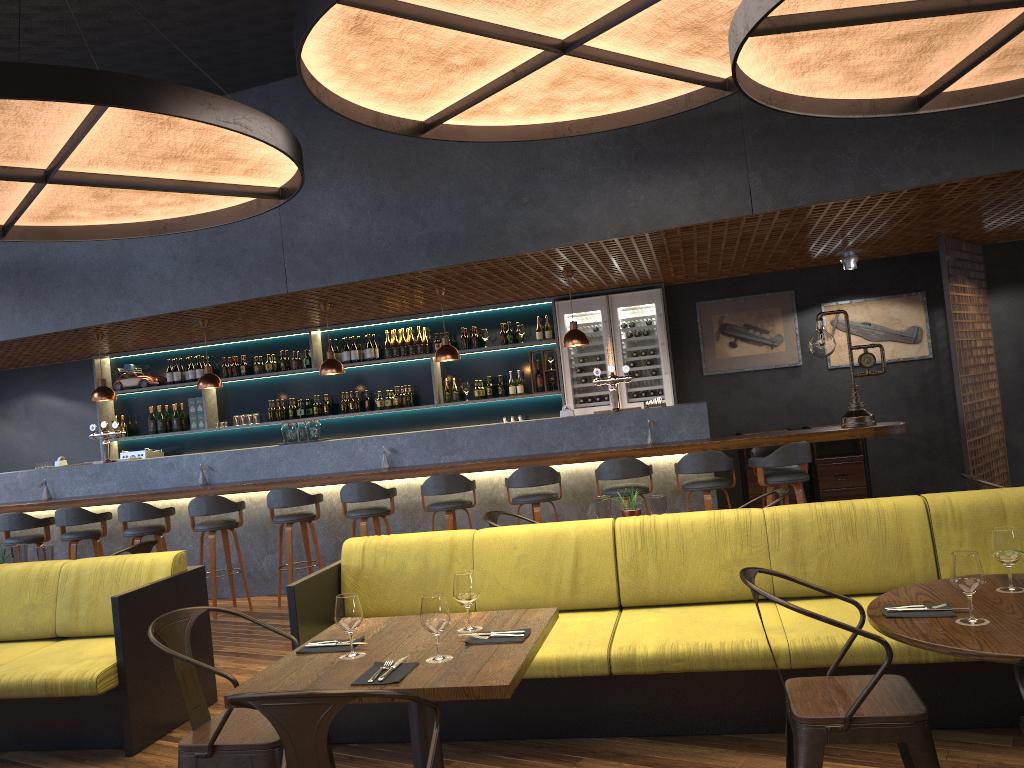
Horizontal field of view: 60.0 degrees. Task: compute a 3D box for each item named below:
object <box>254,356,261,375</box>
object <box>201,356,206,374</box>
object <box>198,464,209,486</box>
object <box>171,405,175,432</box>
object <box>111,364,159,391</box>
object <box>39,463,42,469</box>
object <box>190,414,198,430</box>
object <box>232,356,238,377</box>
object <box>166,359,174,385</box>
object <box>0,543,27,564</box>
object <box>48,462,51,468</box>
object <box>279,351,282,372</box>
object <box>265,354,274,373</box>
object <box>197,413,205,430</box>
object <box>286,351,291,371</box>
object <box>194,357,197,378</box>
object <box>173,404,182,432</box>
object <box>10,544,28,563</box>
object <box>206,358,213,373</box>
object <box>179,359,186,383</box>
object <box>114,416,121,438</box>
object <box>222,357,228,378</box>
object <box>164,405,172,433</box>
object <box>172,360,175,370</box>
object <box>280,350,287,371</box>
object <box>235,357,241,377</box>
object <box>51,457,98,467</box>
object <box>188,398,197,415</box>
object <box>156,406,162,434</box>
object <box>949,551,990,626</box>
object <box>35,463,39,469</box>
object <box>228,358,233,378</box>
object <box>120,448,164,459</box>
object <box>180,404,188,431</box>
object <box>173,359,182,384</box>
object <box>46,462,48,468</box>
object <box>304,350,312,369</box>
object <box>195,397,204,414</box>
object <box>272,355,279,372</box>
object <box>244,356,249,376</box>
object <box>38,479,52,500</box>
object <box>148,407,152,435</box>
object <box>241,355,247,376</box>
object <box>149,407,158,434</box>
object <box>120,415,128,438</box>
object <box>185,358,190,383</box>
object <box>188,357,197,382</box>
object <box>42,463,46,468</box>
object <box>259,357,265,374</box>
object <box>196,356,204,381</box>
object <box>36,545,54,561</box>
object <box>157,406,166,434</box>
[{"bbox_3d":[-3.041,-0.221,10.582,0.068,0.217,0.068,-6,-1,2],"label":"object"},{"bbox_3d":[-3.769,-0.187,10.843,0.085,0.310,0.086,-5,-2,-37],"label":"object"},{"bbox_3d":[-2.957,0.865,8.486,0.114,0.203,0.069,-5,-2,-27],"label":"object"},{"bbox_3d":[-4.160,0.423,10.945,0.094,0.340,0.094,-7,-2,21],"label":"object"},{"bbox_3d":[-4.693,-0.090,11.011,0.579,0.319,0.229,-6,-1,12],"label":"object"},{"bbox_3d":[-5.125,0.890,9.630,0.042,0.059,0.042,-6,-1,9],"label":"object"},{"bbox_3d":[-3.851,0.463,10.793,0.098,0.192,0.080,-6,-1,12],"label":"object"},{"bbox_3d":[-3.338,-0.206,10.678,0.063,0.254,0.063,-6,-2,-16],"label":"object"},{"bbox_3d":[-4.175,-0.145,10.832,0.085,0.310,0.086,-4,-2,-45],"label":"object"},{"bbox_3d":[-3.300,1.134,5.694,0.260,0.271,0.238,-6,-2,17],"label":"object"},{"bbox_3d":[-5.100,0.891,9.772,0.042,0.059,0.042,-6,-1,9],"label":"object"},{"bbox_3d":[-2.768,-0.265,10.674,0.063,0.254,0.063,-6,-2,20],"label":"object"},{"bbox_3d":[-2.896,-0.239,10.580,0.088,0.224,0.088,-6,-1,6],"label":"object"},{"bbox_3d":[-3.753,0.452,10.772,0.098,0.192,0.080,-6,-1,12],"label":"object"},{"bbox_3d":[-2.690,-0.274,10.632,0.063,0.254,0.063,-7,-2,40],"label":"object"},{"bbox_3d":[-3.861,-0.177,10.865,0.086,0.310,0.085,-7,-2,39],"label":"object"},{"bbox_3d":[-4.095,0.414,10.835,0.094,0.340,0.094,-5,-2,-39],"label":"object"},{"bbox_3d":[-3.405,1.203,6.138,0.102,0.178,0.102,-5,-2,-43],"label":"object"},{"bbox_3d":[-3.672,-0.182,10.731,0.083,0.301,0.083,-6,-2,19],"label":"object"},{"bbox_3d":[-4.062,-0.155,10.902,0.086,0.310,0.085,-7,-2,23],"label":"object"},{"bbox_3d":[-4.932,0.538,11.070,0.079,0.281,0.079,-7,-2,31],"label":"object"},{"bbox_3d":[-3.456,-0.194,10.673,0.063,0.254,0.063,-6,-1,-6],"label":"object"},{"bbox_3d":[-4.255,0.433,10.964,0.094,0.340,0.094,-7,-2,34],"label":"object"},{"bbox_3d":[-4.156,-0.144,10.925,0.085,0.310,0.086,-5,-2,-37],"label":"object"},{"bbox_3d":[-2.721,-0.273,10.547,0.063,0.254,0.063,-5,-2,-30],"label":"object"},{"bbox_3d":[-3.333,-0.205,10.761,0.063,0.254,0.063,-6,-2,-16],"label":"object"},{"bbox_3d":[-5.050,0.874,10.238,0.200,0.106,0.766,-6,-1,12],"label":"object"},{"bbox_3d":[-3.871,0.271,10.800,0.098,0.192,0.080,-6,-1,12],"label":"object"},{"bbox_3d":[-4.358,0.444,10.971,0.094,0.340,0.094,-6,-2,18],"label":"object"},{"bbox_3d":[1.363,0.607,2.649,0.097,0.206,0.097,-7,-2,37],"label":"object"},{"bbox_3d":[-5.135,0.890,9.584,0.042,0.059,0.042,-6,-1,9],"label":"object"},{"bbox_3d":[-3.423,-0.195,10.776,0.063,0.254,0.063,-6,-1,-11],"label":"object"},{"bbox_3d":[-4.543,1.073,10.805,0.355,0.569,0.550,-6,-1,12],"label":"object"},{"bbox_3d":[-4.052,0.412,10.932,0.094,0.340,0.094,-7,-2,34],"label":"object"},{"bbox_3d":[-4.086,-0.155,10.811,0.086,0.310,0.085,-7,-2,39],"label":"object"},{"bbox_3d":[-5.111,0.891,9.723,0.042,0.059,0.042,-6,-1,9],"label":"object"},{"bbox_3d":[-2.418,-0.292,10.479,0.088,0.224,0.088,-7,-2,26],"label":"object"},{"bbox_3d":[-3.773,0.261,10.777,0.098,0.192,0.080,-6,-1,12],"label":"object"},{"bbox_3d":[-2.866,-0.240,10.682,0.088,0.224,0.088,-6,-1,6],"label":"object"},{"bbox_3d":[-3.233,-0.215,10.749,0.063,0.254,0.063,-5,-2,-40],"label":"object"},{"bbox_3d":[-4.649,1.049,8.831,0.114,0.203,0.069,-5,-2,-31],"label":"object"},{"bbox_3d":[-4.463,0.456,10.987,0.094,0.340,0.094,-5,-2,-42],"label":"object"},{"bbox_3d":[-3.222,-0.219,10.634,0.063,0.254,0.063,-7,-2,30],"label":"object"},{"bbox_3d":[-4.401,0.446,10.875,0.094,0.340,0.094,-7,-2,34],"label":"object"},{"bbox_3d":[-4.844,0.529,11.054,0.079,0.281,0.079,-6,-2,16],"label":"object"},{"bbox_3d":[-3.968,-0.165,10.881,0.086,0.310,0.085,-7,-2,39],"label":"object"},{"bbox_3d":[-3.888,-0.176,10.774,0.086,0.310,0.085,-7,-2,31],"label":"object"},{"bbox_3d":[-5.106,0.889,9.672,0.042,0.059,0.042,-6,-1,9],"label":"object"},{"bbox_3d":[-3.014,-0.222,10.671,0.068,0.217,0.068,-7,-2,32],"label":"object"},{"bbox_3d":[-3.788,-0.187,10.751,0.085,0.310,0.086,-4,-2,-45],"label":"object"},{"bbox_3d":[-3.082,1.163,5.867,0.102,0.178,0.102,-6,-1,-3],"label":"object"},{"bbox_3d":[-4.303,0.436,10.868,0.094,0.340,0.094,-7,-2,26],"label":"object"}]
